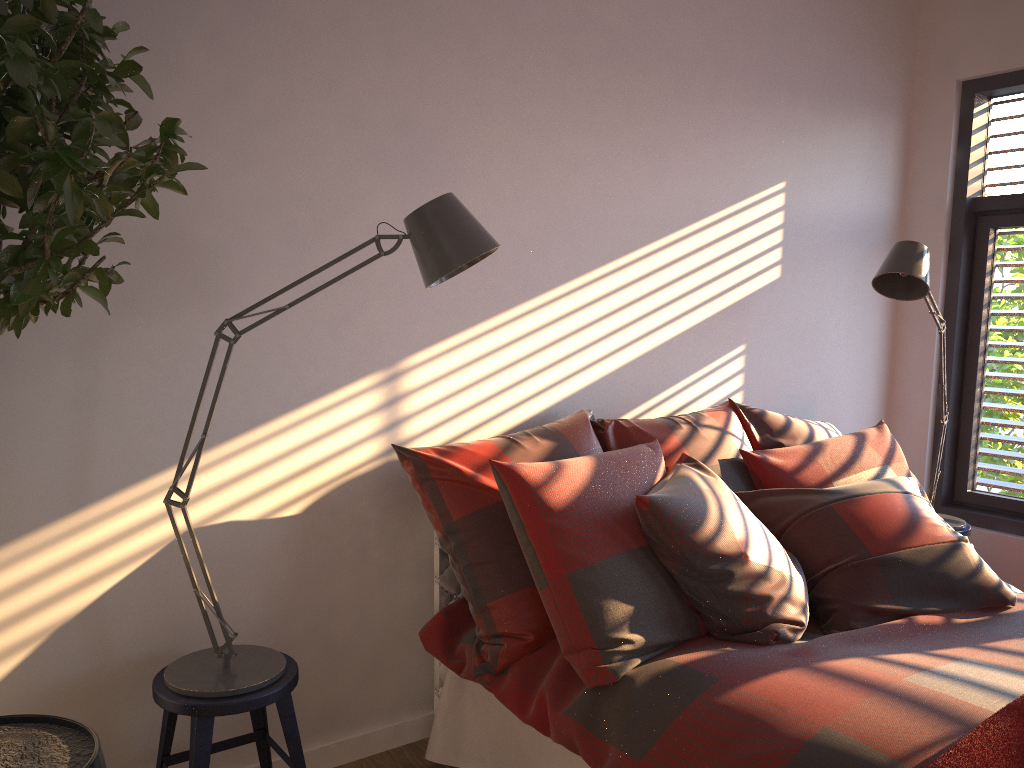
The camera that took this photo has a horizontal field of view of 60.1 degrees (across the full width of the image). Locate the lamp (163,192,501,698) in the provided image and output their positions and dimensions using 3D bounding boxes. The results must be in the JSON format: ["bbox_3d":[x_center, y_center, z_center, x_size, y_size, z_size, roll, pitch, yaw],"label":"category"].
[{"bbox_3d":[-0.426,0.136,2.028,0.788,1.135,0.277,1,8,4],"label":"lamp"}]

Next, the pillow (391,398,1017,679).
[{"bbox_3d":[0.819,0.464,2.758,2.137,0.739,1.139,-3,7,-38],"label":"pillow"}]

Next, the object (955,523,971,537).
[{"bbox_3d":[1.738,0.820,3.753,0.337,0.484,0.340,-5,9,-38],"label":"object"}]

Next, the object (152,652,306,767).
[{"bbox_3d":[-0.684,0.933,2.157,0.337,0.484,0.340,-4,9,-36],"label":"object"}]

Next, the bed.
[{"bbox_3d":[1.169,0.799,2.304,2.032,0.775,2.303,-3,7,-36],"label":"bed"}]

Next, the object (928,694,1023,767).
[{"bbox_3d":[1.535,0.920,1.767,2.640,0.665,0.679,-3,8,-35],"label":"object"}]

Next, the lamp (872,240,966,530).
[{"bbox_3d":[1.574,0.032,3.462,0.786,1.135,0.278,-6,10,-44],"label":"lamp"}]

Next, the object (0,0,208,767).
[{"bbox_3d":[-0.947,0.219,1.453,0.811,2.034,0.797,-4,9,-32],"label":"object"}]

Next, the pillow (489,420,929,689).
[{"bbox_3d":[0.735,0.437,2.734,1.811,0.555,0.525,-3,8,-35],"label":"pillow"}]

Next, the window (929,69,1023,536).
[{"bbox_3d":[2.791,-0.249,2.986,0.170,1.954,2.624,-5,8,-36],"label":"window"}]
